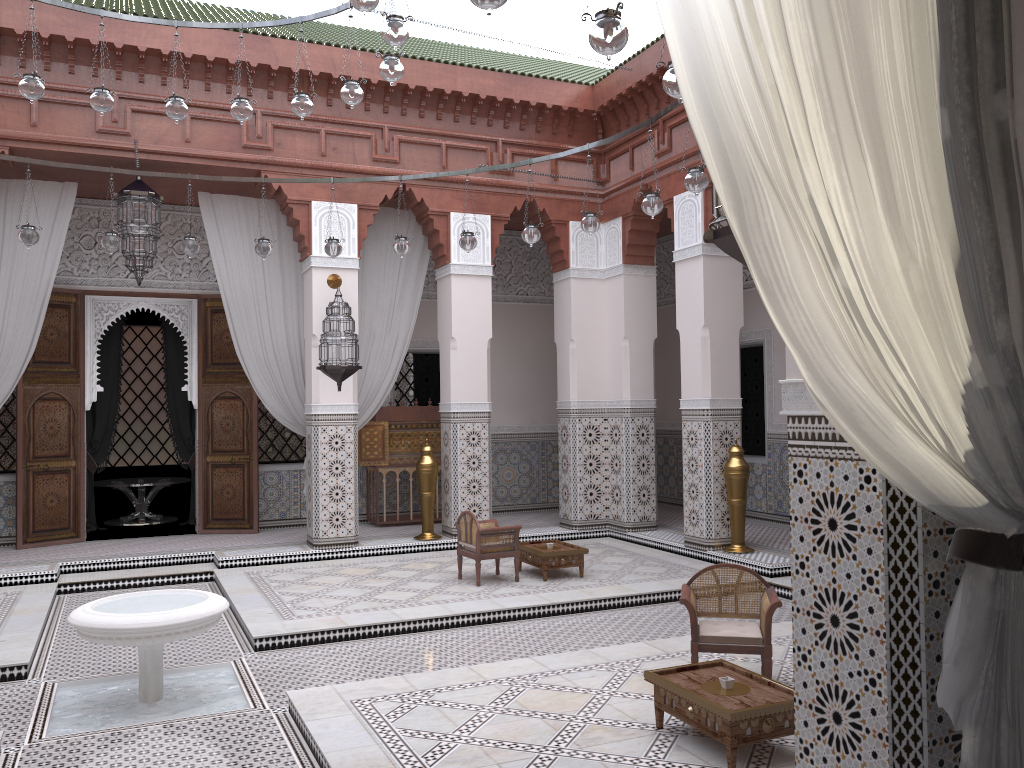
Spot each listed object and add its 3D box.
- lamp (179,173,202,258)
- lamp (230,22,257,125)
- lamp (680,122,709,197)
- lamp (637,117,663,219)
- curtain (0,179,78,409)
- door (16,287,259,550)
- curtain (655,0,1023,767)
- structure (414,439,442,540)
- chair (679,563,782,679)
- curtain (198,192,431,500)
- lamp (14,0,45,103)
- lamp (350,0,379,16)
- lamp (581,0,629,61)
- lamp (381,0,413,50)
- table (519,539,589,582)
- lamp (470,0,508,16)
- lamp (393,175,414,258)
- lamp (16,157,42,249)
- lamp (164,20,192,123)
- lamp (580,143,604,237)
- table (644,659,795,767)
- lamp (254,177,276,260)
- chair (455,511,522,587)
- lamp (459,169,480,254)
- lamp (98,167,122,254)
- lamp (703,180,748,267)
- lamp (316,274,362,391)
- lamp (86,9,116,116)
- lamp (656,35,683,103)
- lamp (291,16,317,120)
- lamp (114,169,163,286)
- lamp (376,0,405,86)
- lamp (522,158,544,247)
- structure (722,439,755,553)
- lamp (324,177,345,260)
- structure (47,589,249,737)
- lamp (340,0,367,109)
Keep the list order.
[{"bbox_3d":[-1.412,-0.736,3.889,0.090,0.371,0.091,-2,-2,31],"label":"lamp"},{"bbox_3d":[-0.977,-1.120,3.209,0.090,0.371,0.091,-2,-2,41],"label":"lamp"},{"bbox_3d":[0.604,-0.792,2.875,0.090,0.371,0.091,0,-2,-39],"label":"lamp"},{"bbox_3d":[0.514,-0.781,3.206,0.090,0.371,0.091,0,-2,-39],"label":"lamp"},{"bbox_3d":[-2.726,-0.111,4.088,1.304,1.761,0.048,0,-2,-24],"label":"curtain"},{"bbox_3d":[-2.131,0.144,5.114,1.244,1.461,0.419,0,-2,-24],"label":"door"},{"bbox_3d":[0.610,-0.239,1.109,1.304,1.761,0.137,0,-2,-24],"label":"curtain"},{"bbox_3d":[-0.463,0.570,4.853,0.156,0.539,0.156,0,-2,-18],"label":"structure"},{"bbox_3d":[0.594,0.664,2.421,0.263,0.313,0.208,-1,-2,12],"label":"chair"},{"bbox_3d":[-1.018,-0.114,4.822,1.304,1.761,0.048,0,-2,-24],"label":"curtain"},{"bbox_3d":[-1.605,-1.118,2.959,0.090,0.371,0.091,-1,-2,1],"label":"lamp"},{"bbox_3d":[-0.389,-1.152,2.324,0.090,0.371,0.091,-2,-2,41],"label":"lamp"},{"bbox_3d":[0.182,-0.818,1.732,0.091,0.371,0.090,-1,-2,-9],"label":"lamp"},{"bbox_3d":[-0.334,-1.147,2.549,0.090,0.371,0.091,-1,-2,21],"label":"lamp"},{"bbox_3d":[0.173,0.801,4.058,0.229,0.142,0.330,0,-2,-24],"label":"table"},{"bbox_3d":[-0.047,-0.820,1.525,0.091,0.371,0.090,-1,-2,-9],"label":"lamp"},{"bbox_3d":[-0.491,-0.747,3.963,0.091,0.371,0.090,0,-2,-24],"label":"lamp"},{"bbox_3d":[-1.972,-0.736,3.620,0.090,0.371,0.091,-1,-2,21],"label":"lamp"},{"bbox_3d":[-1.203,-1.117,3.186,0.090,0.371,0.091,-2,-2,36],"label":"lamp"},{"bbox_3d":[0.315,-0.770,3.526,0.091,0.371,0.090,-1,-2,1],"label":"lamp"},{"bbox_3d":[0.486,0.740,2.011,0.229,0.142,0.330,0,-2,-24],"label":"table"},{"bbox_3d":[-1.108,-0.738,3.965,0.090,0.371,0.091,-2,-2,41],"label":"lamp"},{"bbox_3d":[-0.107,0.715,3.932,0.208,0.313,0.263,0,-2,-28],"label":"chair"},{"bbox_3d":[-0.191,-0.753,3.880,0.091,0.371,0.090,0,-2,-24],"label":"lamp"},{"bbox_3d":[-1.705,-0.735,3.771,0.090,0.371,0.091,-1,-2,11],"label":"lamp"},{"bbox_3d":[0.437,-0.408,1.493,0.216,0.552,0.221,0,-2,-24],"label":"lamp"},{"bbox_3d":[-0.877,-0.271,4.494,0.216,0.618,0.217,0,-2,-24],"label":"lamp"},{"bbox_3d":[-1.431,-1.117,3.093,0.090,0.371,0.091,-1,-2,16],"label":"lamp"},{"bbox_3d":[0.370,-0.813,1.980,0.091,0.371,0.090,-1,-2,-9],"label":"lamp"},{"bbox_3d":[-0.747,-1.124,3.167,0.091,0.371,0.090,0,-2,-29],"label":"lamp"},{"bbox_3d":[-1.816,-0.762,4.317,0.221,0.571,0.220,0,-2,-24],"label":"lamp"},{"bbox_3d":[-0.379,-1.138,2.840,0.091,0.371,0.090,-1,-2,16],"label":"lamp"},{"bbox_3d":[0.083,-0.761,3.731,0.091,0.371,0.090,-1,-2,-9],"label":"lamp"},{"bbox_3d":[1.089,0.533,4.290,0.156,0.539,0.156,-2,-2,27],"label":"structure"},{"bbox_3d":[-0.802,-0.742,3.989,0.091,0.371,0.090,0,-2,-39],"label":"lamp"},{"bbox_3d":[-1.045,0.787,2.571,0.528,0.310,0.501,0,-2,-24],"label":"structure"},{"bbox_3d":[-0.546,-1.130,3.053,0.091,0.371,0.090,-1,-2,-9],"label":"lamp"}]
